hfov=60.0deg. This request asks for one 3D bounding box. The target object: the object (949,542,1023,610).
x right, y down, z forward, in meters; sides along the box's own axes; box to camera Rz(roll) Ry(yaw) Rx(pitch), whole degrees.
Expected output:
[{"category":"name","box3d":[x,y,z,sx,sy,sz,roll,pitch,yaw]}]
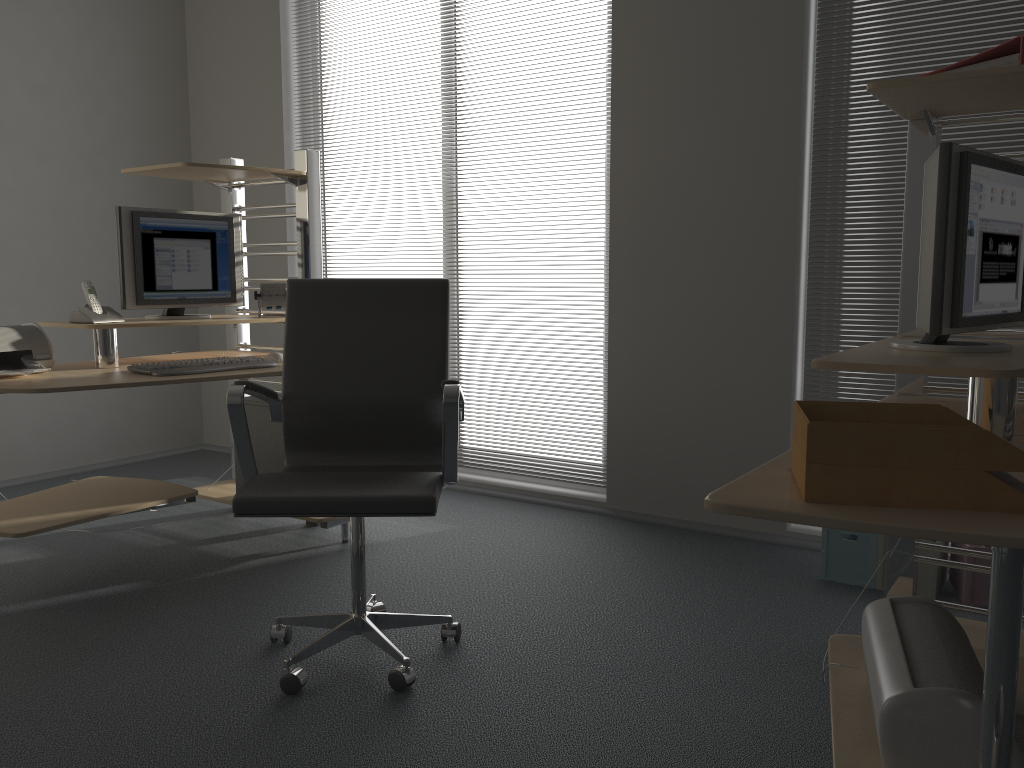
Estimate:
[{"category":"object","box3d":[1.577,0.609,2.936,0.185,0.202,0.245,2,7,16]}]

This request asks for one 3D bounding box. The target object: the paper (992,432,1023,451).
[{"category":"paper","box3d":[0.593,0.090,1.329,0.297,0.010,0.210,1,7,13]}]

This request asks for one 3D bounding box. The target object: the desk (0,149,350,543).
[{"category":"desk","box3d":[-1.248,-0.108,3.154,0.967,1.566,1.469,4,8,33]}]

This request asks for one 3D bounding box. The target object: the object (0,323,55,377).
[{"category":"object","box3d":[-1.703,-0.108,2.904,0.351,0.162,0.438,3,8,25]}]

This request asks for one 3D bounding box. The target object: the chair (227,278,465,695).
[{"category":"chair","box3d":[-0.426,0.239,2.432,0.584,1.048,0.652,0,7,-1]}]

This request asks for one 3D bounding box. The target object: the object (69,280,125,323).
[{"category":"object","box3d":[-1.501,-0.298,3.196,0.119,0.151,0.150,2,7,19]}]

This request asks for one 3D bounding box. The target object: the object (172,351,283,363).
[{"category":"object","box3d":[-1.118,-0.102,3.589,0.742,0.088,0.168,5,8,36]}]

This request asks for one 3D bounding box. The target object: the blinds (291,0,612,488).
[{"category":"blinds","box3d":[-0.371,-0.957,4.395,1.950,2.749,0.037,4,8,33]}]

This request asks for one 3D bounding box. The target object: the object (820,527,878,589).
[{"category":"object","box3d":[1.221,0.585,3.141,0.185,0.202,0.245,5,8,34]}]

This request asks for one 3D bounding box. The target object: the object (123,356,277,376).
[{"category":"object","box3d":[-1.283,-0.063,3.292,0.814,0.082,0.478,6,9,41]}]

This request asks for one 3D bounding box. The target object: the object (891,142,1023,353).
[{"category":"object","box3d":[0.992,-0.289,1.972,0.516,0.418,0.245,-5,8,-34]}]

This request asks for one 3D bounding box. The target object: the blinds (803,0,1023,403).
[{"category":"blinds","box3d":[1.959,-0.774,2.852,1.950,2.770,0.022,4,8,33]}]

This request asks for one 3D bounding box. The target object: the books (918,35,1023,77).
[{"category":"books","box3d":[1.147,-0.709,2.017,0.320,0.072,0.262,-3,8,-24]}]

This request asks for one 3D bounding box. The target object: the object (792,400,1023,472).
[{"category":"object","box3d":[0.591,0.073,1.328,0.309,0.060,0.225,1,7,13]}]

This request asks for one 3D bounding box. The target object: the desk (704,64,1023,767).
[{"category":"desk","box3d":[1.076,0.075,1.614,0.967,1.566,1.469,4,8,33]}]

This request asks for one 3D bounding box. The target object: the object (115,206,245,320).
[{"category":"object","box3d":[-1.315,-0.469,3.499,0.516,0.418,0.245,-6,9,-41]}]

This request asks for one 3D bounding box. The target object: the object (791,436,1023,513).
[{"category":"object","box3d":[0.592,0.129,1.334,0.309,0.060,0.225,1,7,13]}]

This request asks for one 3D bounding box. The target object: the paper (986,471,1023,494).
[{"category":"paper","box3d":[0.593,0.141,1.336,0.297,0.019,0.210,1,7,13]}]

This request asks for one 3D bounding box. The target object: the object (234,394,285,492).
[{"category":"object","box3d":[-0.891,0.274,3.598,0.471,0.422,0.199,4,8,33]}]

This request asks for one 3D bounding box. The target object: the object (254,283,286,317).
[{"category":"object","box3d":[-0.975,-0.344,3.628,0.154,0.135,0.093,-3,7,-19]}]

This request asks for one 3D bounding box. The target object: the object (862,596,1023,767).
[{"category":"object","box3d":[0.787,0.512,1.490,0.351,0.162,0.438,2,7,18]}]

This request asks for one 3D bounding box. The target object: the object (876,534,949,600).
[{"category":"object","box3d":[1.375,0.597,3.038,0.185,0.202,0.245,5,8,34]}]
